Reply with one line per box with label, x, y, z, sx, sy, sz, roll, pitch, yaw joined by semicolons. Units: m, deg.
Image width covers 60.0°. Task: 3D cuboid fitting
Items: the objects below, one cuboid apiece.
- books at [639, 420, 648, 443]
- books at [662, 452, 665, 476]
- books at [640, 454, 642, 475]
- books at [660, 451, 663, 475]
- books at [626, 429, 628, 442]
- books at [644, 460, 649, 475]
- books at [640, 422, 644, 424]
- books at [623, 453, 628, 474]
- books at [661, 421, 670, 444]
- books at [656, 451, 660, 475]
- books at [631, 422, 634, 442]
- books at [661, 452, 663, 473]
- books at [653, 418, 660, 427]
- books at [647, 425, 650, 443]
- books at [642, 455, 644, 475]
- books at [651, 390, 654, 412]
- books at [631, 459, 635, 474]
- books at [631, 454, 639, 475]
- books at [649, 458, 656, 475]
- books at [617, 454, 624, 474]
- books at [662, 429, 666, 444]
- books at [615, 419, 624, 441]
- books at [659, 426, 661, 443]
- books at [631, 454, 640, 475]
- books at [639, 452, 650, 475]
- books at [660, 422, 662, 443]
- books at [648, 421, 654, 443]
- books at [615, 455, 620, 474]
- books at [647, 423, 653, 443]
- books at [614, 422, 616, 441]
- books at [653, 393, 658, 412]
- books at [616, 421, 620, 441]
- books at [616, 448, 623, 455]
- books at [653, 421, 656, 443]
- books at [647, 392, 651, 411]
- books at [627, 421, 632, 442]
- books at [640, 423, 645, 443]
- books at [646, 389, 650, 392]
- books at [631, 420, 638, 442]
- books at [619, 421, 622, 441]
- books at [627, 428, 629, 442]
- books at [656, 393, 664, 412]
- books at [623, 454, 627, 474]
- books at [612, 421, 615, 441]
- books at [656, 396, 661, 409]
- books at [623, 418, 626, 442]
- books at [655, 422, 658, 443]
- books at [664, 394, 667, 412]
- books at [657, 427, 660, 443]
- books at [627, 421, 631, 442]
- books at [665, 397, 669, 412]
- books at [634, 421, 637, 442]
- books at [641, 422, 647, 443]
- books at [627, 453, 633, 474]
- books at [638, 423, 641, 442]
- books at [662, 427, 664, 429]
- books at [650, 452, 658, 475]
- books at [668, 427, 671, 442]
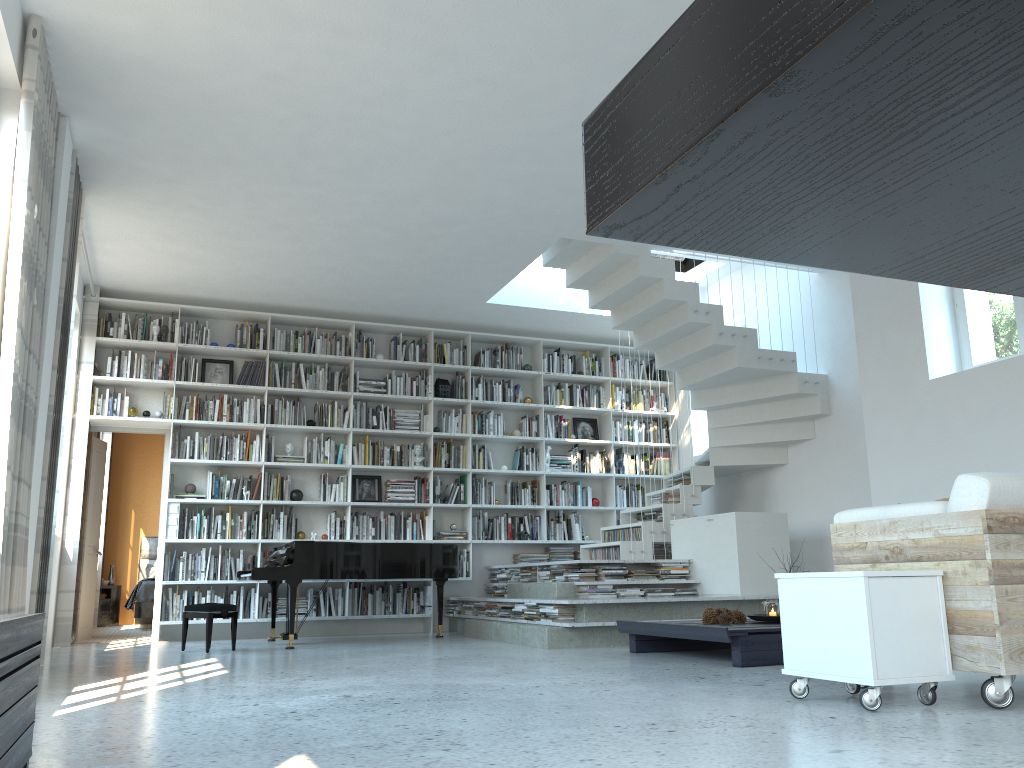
books;1.536;0.579;10.351;0.024;0.291;0.132;4;-13;-21
books;1.721;0.945;10.321;0.018;0.292;0.169;4;-13;-21
books;1.455;0.949;10.231;0.012;0.253;0.161;4;-13;-21
books;1.692;0.939;10.295;0.018;0.292;0.169;4;-13;-21
books;1.287;0.555;10.231;0.012;0.292;0.166;4;-13;-21
books;1.522;0.981;10.213;0.024;0.180;0.191;4;-13;-21
books;1.519;0.587;10.347;0.010;0.273;0.130;4;-13;-21
books;1.274;0.928;10.150;0.022;0.265;0.157;4;-13;-21
books;1.789;0.592;10.427;0.042;0.291;0.186;4;-13;-21
books;1.664;0.941;10.299;0.033;0.293;0.169;4;-13;-21
books;1.364;0.577;10.257;0.024;0.258;0.156;4;-13;-21
books;1.704;0.943;10.315;0.018;0.292;0.169;4;-13;-21
books;1.700;0.571;10.417;0.013;0.329;0.140;4;-13;-21
books;1.560;0.607;10.355;0.028;0.236;0.146;4;-13;-21
books;1.472;0.954;10.240;0.025;0.248;0.134;4;-13;-21
books;1.615;0.226;10.445;0.023;0.286;0.163;4;-13;-21
books;1.352;0.968;10.159;0.023;0.189;0.170;4;-13;-21
books;1.398;0.944;10.189;0.022;0.246;0.181;4;-13;-21
books;1.593;0.976;10.261;0.088;0.216;0.167;4;-13;-21
books;1.222;0.932;10.116;0.022;0.242;0.171;4;-13;-21
books;1.741;0.634;10.392;0.029;0.195;0.192;4;-13;-21
books;1.234;0.551;10.194;0.014;0.285;0.186;4;-13;-21
books;1.689;0.621;10.384;0.025;0.219;0.178;4;-13;-21
books;1.417;0.942;10.209;0.029;0.258;0.171;4;-13;-21
books;1.534;0.941;10.257;0.026;0.277;0.170;4;-13;-21
books;1.715;0.593;10.409;0.013;0.282;0.149;4;-13;-21
books;1.610;0.584;10.359;0.012;0.282;0.152;4;-13;-21
books;1.171;0.938;10.124;0.066;0.236;0.144;4;-13;-21
books;1.589;0.599;10.357;0.025;0.252;0.160;4;-13;-21
books;1.148;0.570;10.189;0.026;0.249;0.161;4;-13;-21
books;1.660;0.244;10.455;0.070;0.253;0.154;4;-13;-21
books;1.181;0.567;10.172;0.023;0.247;0.182;4;-13;-21
books;1.231;0.899;10.147;0.012;0.321;0.142;4;-13;-21
books;1.623;0.587;10.359;0.013;0.276;0.188;4;-13;-21
books;1.587;0.234;10.420;0.022;0.260;0.161;4;-13;-21
books;1.337;0.572;10.258;0.025;0.270;0.153;4;-13;-21
books;1.484;0.592;10.298;0.045;0.244;0.177;4;-13;-21
books;1.594;0.224;10.449;0.011;0.294;0.151;4;-13;-21
books;1.409;0.569;10.280;0.030;0.283;0.166;4;-13;-21
books;1.210;0.567;10.196;0.026;0.256;0.173;4;-13;-21
books;1.301;0.615;10.238;0.027;0.179;0.157;4;-13;-21
books;1.745;0.250;10.497;0.029;0.257;0.163;4;-13;-21
books;1.256;0.933;10.128;0.026;0.245;0.181;4;-13;-21
books;1.135;0.564;10.171;0.012;0.253;0.161;4;-13;-21
books;1.704;0.267;10.465;0.023;0.213;0.181;4;-13;-21
books;1.267;0.554;10.235;0.022;0.296;0.162;4;-13;-21
books;1.643;0.592;10.364;0.028;0.267;0.173;4;-13;-21
books;1.777;0.258;10.507;0.040;0.246;0.160;4;-13;-21
books;1.669;0.621;10.366;0.025;0.211;0.188;4;-13;-21
books;1.323;0.574;10.242;0.013;0.259;0.158;4;-13;-21
books;1.808;0.271;10.497;0.011;0.216;0.170;4;-13;-21
books;1.386;0.576;10.263;0.022;0.262;0.173;4;-13;-21
books;1.513;0.589;10.318;0.023;0.257;0.184;4;-13;-21
books;1.315;0.930;10.152;0.056;0.261;0.177;4;-13;-21
books;1.450;0.590;10.307;0.012;0.253;0.161;4;-13;-21
books;1.752;0.626;10.437;0.024;0.229;0.131;4;-13;-21
books;1.629;0.941;10.285;0.072;0.291;0.169;4;-13;-21
books;1.819;0.630;10.432;0.021;0.218;0.184;4;-13;-21
